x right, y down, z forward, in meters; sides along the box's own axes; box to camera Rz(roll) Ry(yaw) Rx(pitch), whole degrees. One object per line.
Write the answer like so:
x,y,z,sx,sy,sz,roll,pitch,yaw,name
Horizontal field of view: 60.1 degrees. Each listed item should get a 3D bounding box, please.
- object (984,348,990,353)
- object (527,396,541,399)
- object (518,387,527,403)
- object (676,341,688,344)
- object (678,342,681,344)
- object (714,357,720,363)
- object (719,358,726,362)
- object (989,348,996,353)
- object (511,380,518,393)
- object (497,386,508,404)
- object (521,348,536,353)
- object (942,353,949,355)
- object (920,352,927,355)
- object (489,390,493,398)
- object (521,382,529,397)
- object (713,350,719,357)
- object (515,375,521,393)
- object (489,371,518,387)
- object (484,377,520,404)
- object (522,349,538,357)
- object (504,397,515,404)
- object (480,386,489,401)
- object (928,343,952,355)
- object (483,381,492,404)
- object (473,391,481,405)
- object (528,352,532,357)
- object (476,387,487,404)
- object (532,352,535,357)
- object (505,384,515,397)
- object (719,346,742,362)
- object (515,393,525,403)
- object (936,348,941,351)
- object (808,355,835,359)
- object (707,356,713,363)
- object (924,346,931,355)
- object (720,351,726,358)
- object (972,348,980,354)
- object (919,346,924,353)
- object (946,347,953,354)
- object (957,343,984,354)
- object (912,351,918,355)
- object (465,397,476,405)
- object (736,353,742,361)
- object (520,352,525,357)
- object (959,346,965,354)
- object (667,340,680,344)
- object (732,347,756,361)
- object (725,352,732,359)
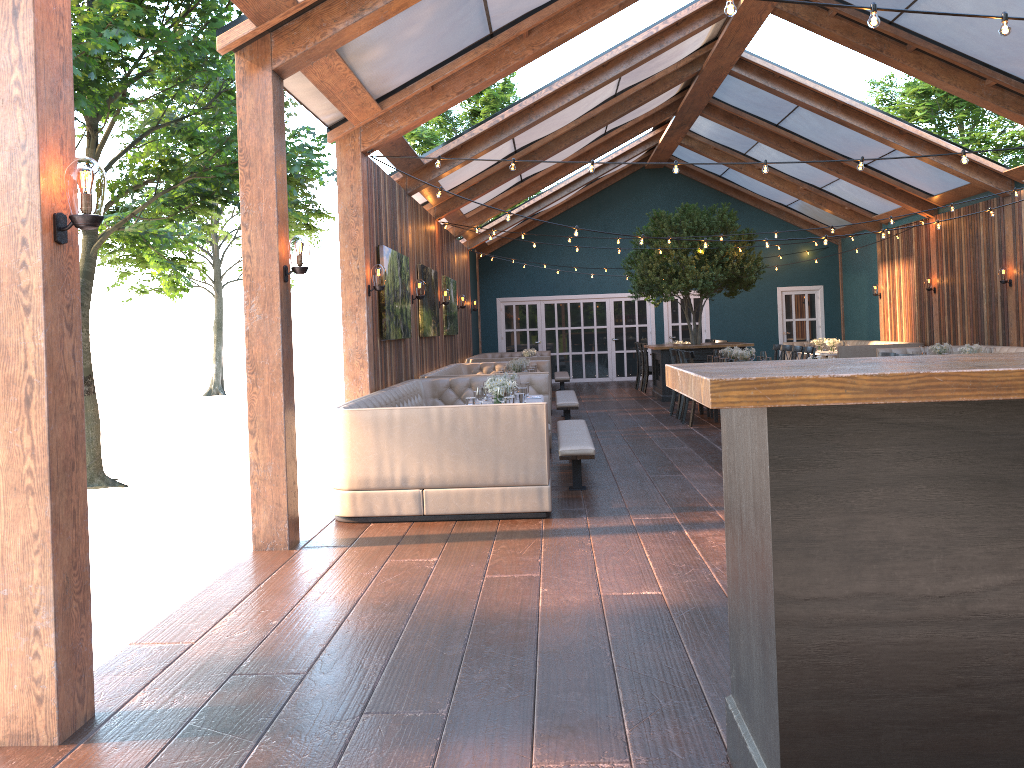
6.549,-0.377,12.165,0.092,0.244,0.092,-2,0,-39,object
0.185,0.144,9.380,0.255,0.019,0.158,-2,4,3,object
0.104,0.117,8.741,0.092,0.158,0.092,-2,1,-11,object
3.601,-0.761,18.615,0.329,0.309,0.337,-2,2,18,object
3.782,-0.822,20.004,0.092,0.244,0.092,-2,0,45,object
3.042,-0.321,13.103,0.092,0.158,0.092,-2,1,9,object
2.993,-0.287,12.585,0.091,0.158,0.092,-2,1,29,object
6.488,-0.361,11.937,0.092,0.244,0.092,-2,0,-39,object
0.012,0.081,8.680,0.092,0.244,0.092,-2,0,45,object
-0.083,0.145,7.703,0.092,0.244,0.092,-2,0,45,object
0.385,-0.654,19.723,0.336,0.309,0.329,-3,2,-32,object
6.246,-0.359,12.744,0.092,0.158,0.092,-2,1,-11,object
6.288,-0.409,13.516,0.092,0.158,0.092,-2,1,-11,object
-0.229,0.071,9.675,0.092,0.158,0.092,-2,1,-11,object
0.140,0.065,9.541,0.092,0.158,0.092,-2,1,-11,object
3.177,-0.411,13.768,0.092,0.244,0.092,-2,0,-39,object
0.048,0.030,9.480,0.092,0.244,0.092,-2,0,-39,object
-0.094,0.024,9.138,0.329,0.309,0.337,-1,2,25,object
-0.117,0.084,8.185,0.329,0.309,0.336,-3,2,-23,object
0.362,-0.601,18.891,0.336,0.309,0.329,0,3,45,object
-0.020,0.192,7.612,0.092,0.158,0.092,-2,1,-11,object
-0.282,0.097,9.282,0.092,0.158,0.092,-2,1,-11,object
6.485,-0.483,13.374,0.336,0.309,0.329,-2,2,15,object
-0.236,0.097,8.571,0.092,0.244,0.092,-2,0,45,object
-0.325,0.147,8.510,0.092,0.158,0.092,-2,1,-11,object
0.378,-0.532,18.288,0.092,0.244,0.092,-2,0,-39,object
-0.269,0.148,7.775,0.092,0.244,0.092,-2,0,45,object
0.448,-0.549,18.523,0.092,0.244,0.092,-2,0,-39,object
-0.022,0.129,7.930,0.092,0.244,0.092,-2,0,45,object
3.351,-0.435,13.533,0.336,0.309,0.329,-2,2,-2,object
0.070,0.165,7.991,0.092,0.158,0.092,-2,1,-11,object
6.619,-0.476,13.714,0.092,0.244,0.092,-2,0,-39,object
3.159,-0.143,8.963,0.329,0.309,0.337,-1,2,37,object
3.067,-0.359,13.692,0.092,0.158,0.092,-2,1,19,object
6.377,-0.459,13.578,0.092,0.244,0.092,-2,0,-39,object
3.142,-0.372,13.176,0.092,0.244,0.092,-2,0,0,object
6.302,-0.358,12.010,0.092,0.244,0.092,-2,0,6,object
6.401,-0.475,13.819,0.092,0.244,0.092,-2,0,-39,object
6.335,-0.409,12.806,0.092,0.244,0.092,-2,0,-39,object
6.442,-0.421,12.415,0.336,0.309,0.329,-1,2,19,object
6.342,-0.435,13.909,0.092,0.158,0.092,-2,1,-11,object
-0.358,0.198,7.714,0.092,0.158,0.092,-2,1,-11,object
3.102,-0.303,12.084,0.092,0.244,0.092,-2,0,6,object
0.217,-0.531,18.366,0.092,0.244,0.092,-2,0,-39,object
6.583,-0.425,12.915,0.092,0.244,0.092,-2,0,-39,object
3.580,-0.825,19.650,0.329,0.309,0.336,-2,2,1,object
3.275,-0.367,12.486,0.329,0.309,0.337,-1,2,40,object
3.104,-0.340,12.675,0.092,0.244,0.092,-2,0,6,object
